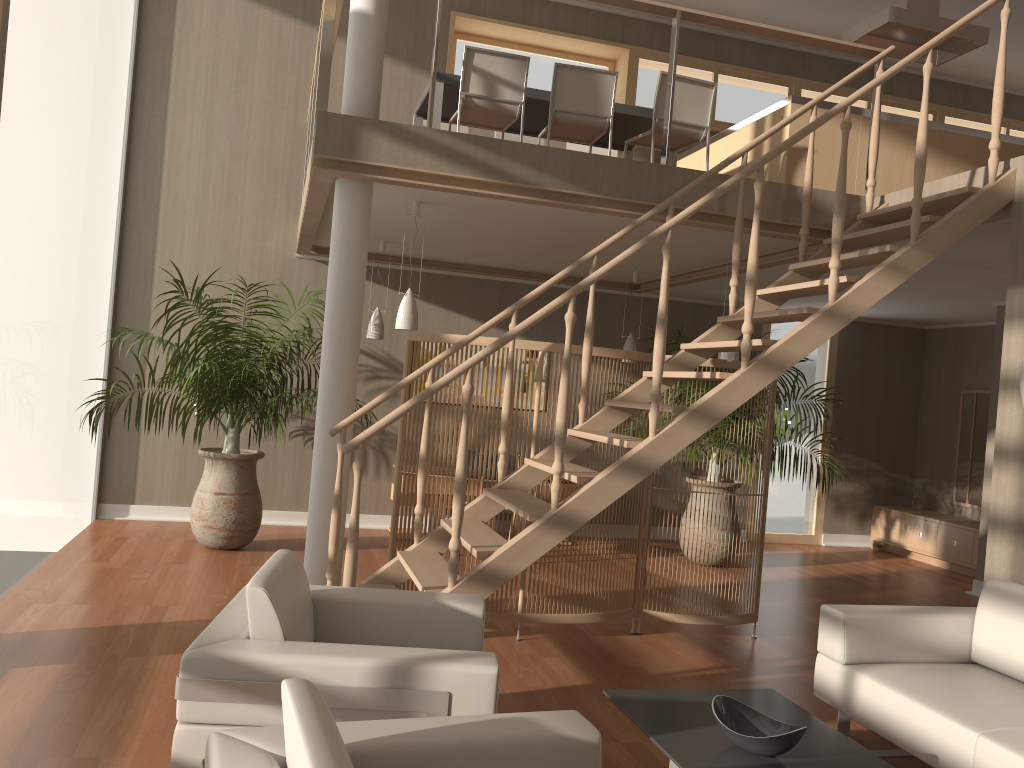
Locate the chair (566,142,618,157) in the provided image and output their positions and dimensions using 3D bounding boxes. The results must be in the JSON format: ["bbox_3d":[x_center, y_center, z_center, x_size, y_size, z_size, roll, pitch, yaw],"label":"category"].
[{"bbox_3d":[0.659,-1.645,7.142,0.430,0.796,0.496,5,0,-5],"label":"chair"}]

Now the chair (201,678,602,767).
[{"bbox_3d":[-0.123,1.007,1.700,0.905,0.740,0.900,5,0,-20],"label":"chair"}]

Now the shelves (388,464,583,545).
[{"bbox_3d":[-0.239,1.089,7.890,1.600,0.590,0.658,5,0,-15],"label":"shelves"}]

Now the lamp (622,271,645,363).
[{"bbox_3d":[1.054,-0.585,7.761,0.139,0.800,0.139,5,0,-41],"label":"lamp"}]

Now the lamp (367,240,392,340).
[{"bbox_3d":[-1.076,-0.763,7.186,0.139,0.800,0.139,5,0,-41],"label":"lamp"}]

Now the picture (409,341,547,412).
[{"bbox_3d":[-0.297,-0.102,8.301,1.317,0.633,0.010,5,0,-15],"label":"picture"}]

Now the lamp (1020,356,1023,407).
[{"bbox_3d":[2.373,0.055,4.014,0.153,0.353,0.112,5,0,-15],"label":"lamp"}]

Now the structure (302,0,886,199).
[{"bbox_3d":[0.187,-1.736,6.609,3.300,0.900,3.475,5,0,-15],"label":"structure"}]

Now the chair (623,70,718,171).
[{"bbox_3d":[1.042,-1.618,6.020,0.430,0.796,0.496,5,0,-20],"label":"chair"}]

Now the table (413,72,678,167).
[{"bbox_3d":[0.203,-1.655,6.583,1.800,0.740,0.900,5,0,-15],"label":"table"}]

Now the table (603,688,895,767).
[{"bbox_3d":[0.821,1.306,2.732,0.700,0.293,1.260,5,0,-15],"label":"table"}]

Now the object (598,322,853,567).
[{"bbox_3d":[1.761,0.623,7.721,2.157,2.304,2.109,5,0,-26],"label":"object"}]

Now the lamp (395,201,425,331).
[{"bbox_3d":[-0.620,-0.732,5.489,0.139,0.800,0.139,5,0,-1],"label":"lamp"}]

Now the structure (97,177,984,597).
[{"bbox_3d":[2.878,0.367,4.851,10.775,2.533,8.342,5,0,-15],"label":"structure"}]

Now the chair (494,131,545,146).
[{"bbox_3d":[0.113,-1.691,6.987,0.430,0.796,0.496,5,0,-20],"label":"chair"}]

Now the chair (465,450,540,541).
[{"bbox_3d":[-0.116,0.973,7.212,0.582,0.856,0.509,5,0,25],"label":"chair"}]

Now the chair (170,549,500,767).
[{"bbox_3d":[-0.532,0.979,2.934,0.905,0.740,0.900,5,0,-5],"label":"chair"}]

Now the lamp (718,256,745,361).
[{"bbox_3d":[1.509,-0.555,6.064,0.139,0.800,0.139,5,0,21],"label":"lamp"}]

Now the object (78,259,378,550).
[{"bbox_3d":[-2.134,0.299,6.690,2.109,2.304,2.157,5,0,-22],"label":"object"}]

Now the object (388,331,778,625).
[{"bbox_3d":[0.461,0.567,5.032,2.229,1.542,0.233,5,0,-10],"label":"object"}]

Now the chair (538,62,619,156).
[{"bbox_3d":[0.412,-1.670,6.007,0.430,0.796,0.496,5,0,-10],"label":"chair"}]

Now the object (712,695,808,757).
[{"bbox_3d":[0.772,1.093,2.796,0.223,0.125,0.317,5,0,-43],"label":"object"}]

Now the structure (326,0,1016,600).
[{"bbox_3d":[0.746,-0.334,4.394,3.150,3.578,1.000,5,0,-15],"label":"structure"}]

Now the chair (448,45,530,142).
[{"bbox_3d":[-0.185,-1.720,5.853,0.430,0.796,0.496,5,0,-15],"label":"chair"}]

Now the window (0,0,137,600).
[{"bbox_3d":[-2.860,-1.237,5.767,0.020,5.200,3.340,5,0,-15],"label":"window"}]

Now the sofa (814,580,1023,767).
[{"bbox_3d":[1.941,1.182,3.007,0.905,0.740,1.781,5,0,-15],"label":"sofa"}]

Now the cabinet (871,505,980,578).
[{"bbox_3d":[4.262,1.537,8.466,0.500,0.458,1.911,5,0,-15],"label":"cabinet"}]

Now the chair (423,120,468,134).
[{"bbox_3d":[-0.510,-1.742,6.954,0.430,0.796,0.496,5,0,-20],"label":"chair"}]

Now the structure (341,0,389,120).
[{"bbox_3d":[-0.725,-2.571,4.781,0.200,2.400,0.200,5,0,-15],"label":"structure"}]
